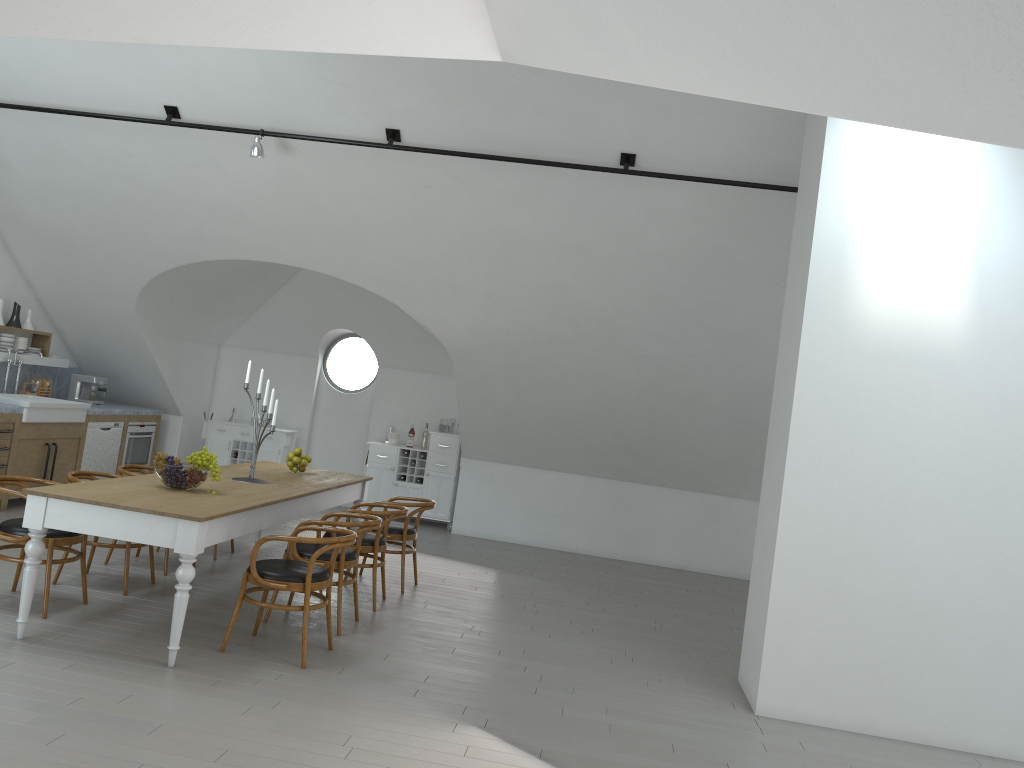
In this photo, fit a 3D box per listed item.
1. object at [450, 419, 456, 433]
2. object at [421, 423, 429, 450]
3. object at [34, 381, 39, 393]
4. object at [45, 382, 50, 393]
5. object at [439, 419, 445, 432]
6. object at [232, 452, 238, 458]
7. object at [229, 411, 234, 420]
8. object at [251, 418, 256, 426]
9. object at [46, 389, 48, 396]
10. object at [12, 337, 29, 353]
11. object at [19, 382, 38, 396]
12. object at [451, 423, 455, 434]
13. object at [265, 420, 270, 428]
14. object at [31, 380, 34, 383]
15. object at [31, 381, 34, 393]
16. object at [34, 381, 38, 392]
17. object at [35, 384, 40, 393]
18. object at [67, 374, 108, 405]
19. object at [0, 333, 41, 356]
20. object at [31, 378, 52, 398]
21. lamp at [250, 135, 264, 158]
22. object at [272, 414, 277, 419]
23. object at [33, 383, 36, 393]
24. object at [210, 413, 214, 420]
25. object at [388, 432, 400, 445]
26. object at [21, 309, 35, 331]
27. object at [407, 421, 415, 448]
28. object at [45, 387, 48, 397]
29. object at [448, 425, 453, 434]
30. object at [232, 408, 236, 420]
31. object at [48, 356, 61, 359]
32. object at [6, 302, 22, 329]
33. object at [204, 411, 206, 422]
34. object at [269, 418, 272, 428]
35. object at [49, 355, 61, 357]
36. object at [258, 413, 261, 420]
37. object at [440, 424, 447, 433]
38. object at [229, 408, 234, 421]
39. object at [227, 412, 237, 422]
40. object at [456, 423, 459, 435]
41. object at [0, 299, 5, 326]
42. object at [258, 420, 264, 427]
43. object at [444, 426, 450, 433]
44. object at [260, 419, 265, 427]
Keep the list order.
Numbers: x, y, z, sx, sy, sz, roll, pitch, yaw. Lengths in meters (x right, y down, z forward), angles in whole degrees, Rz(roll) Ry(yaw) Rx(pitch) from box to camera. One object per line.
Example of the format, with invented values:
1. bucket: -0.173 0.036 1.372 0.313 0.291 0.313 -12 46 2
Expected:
1. object: -0.753 0.536 11.222 0.063 0.187 0.063 8 -3 -7
2. object: -1.085 0.657 11.121 0.085 0.331 0.085 10 -4 -34
3. object: -5.130 0.061 9.560 0.042 0.193 0.040 5 -4 43
4. object: -5.129 0.067 9.769 0.040 0.193 0.042 10 -4 -33
5. object: -0.880 0.524 11.080 0.048 0.169 0.048 5 -4 39
6. object: -3.430 0.893 11.102 0.082 0.085 0.316 8 -2 7
7. object: -3.590 0.405 11.402 0.097 0.137 0.029 7 -3 10
8. object: -3.241 0.479 11.115 0.082 0.105 0.081 7 -3 20
9. object: -5.140 0.069 9.794 0.019 0.196 0.022 8 -3 8
10. object: -5.159 -0.412 9.288 0.154 0.160 0.157 6 -3 35
11. object: -5.187 0.070 9.517 0.100 0.172 0.172 8 -2 8
12. object: -0.736 0.554 11.065 0.046 0.143 0.046 7 -3 18
13. object: -3.082 0.506 11.168 0.071 0.099 0.071 6 -3 30
14. object: -5.178 0.055 9.566 0.042 0.193 0.040 5 -4 44
15. object: -5.163 0.059 9.544 0.019 0.196 0.022 8 -3 -5
16. object: -5.149 0.062 9.562 0.023 0.196 0.018 8 -3 2
17. object: -5.137 0.073 9.573 0.044 0.179 0.019 8 -3 -9
18. object: -4.803 0.072 10.160 0.387 0.321 0.324 8 -2 7
19. object: -5.183 -0.413 9.290 0.198 0.196 0.656 8 -2 6
20. object: -5.170 0.052 9.740 0.104 0.223 0.200 8 -2 7
21. lamp: -2.041 -1.908 7.138 0.112 0.175 0.114 10 -3 -31
22. object: -3.012 0.472 11.202 0.063 0.187 0.063 8 -3 -8
23. object: -5.146 0.071 9.535 0.019 0.179 0.044 10 -4 -28
24. object: -3.805 0.491 11.167 0.088 0.269 0.029 6 -4 33
25. object: -1.490 0.688 11.143 0.154 0.160 0.157 6 -3 35
26. object: -5.154 -0.687 9.449 0.156 0.219 0.156 8 -3 -12
27. object: -1.262 0.634 11.148 0.081 0.330 0.081 8 -3 3
28. object: -5.137 0.069 9.784 0.020 0.196 0.018 6 -4 29
29. object: -0.782 0.575 11.151 0.071 0.099 0.071 7 -3 15
30. object: -3.570 0.394 11.383 0.039 0.164 0.024 7 -3 19
31. object: -5.142 -0.300 9.877 0.213 0.025 0.213 8 -2 -6
32. object: -5.165 -0.720 9.227 0.156 0.268 0.156 7 -3 11
33. object: -3.859 0.484 11.173 0.088 0.269 0.029 9 -3 -20
34. object: -3.064 0.470 11.238 0.054 0.179 0.054 9 -3 -16
35. object: -5.141 -0.309 9.877 0.213 0.025 0.213 8 -2 -6
36. object: -3.202 0.454 11.191 0.048 0.169 0.048 8 -3 -6
37. object: -0.857 0.557 11.001 0.082 0.105 0.081 5 -4 45
38. object: -3.599 0.388 11.402 0.039 0.175 0.054 8 -3 7
39. object: -3.595 0.424 11.394 0.101 0.138 0.066 8 -3 7
40. object: -0.668 0.564 11.089 0.046 0.143 0.046 7 -3 18
41. object: -5.197 -0.731 8.966 0.156 0.268 0.156 8 -3 -5
42. object: -3.161 0.501 11.142 0.077 0.085 0.077 8 -2 -6
43. object: -0.820 0.574 11.077 0.077 0.085 0.077 7 -3 14
44. object: -3.147 0.501 11.233 0.094 0.093 0.093 8 -2 -6
